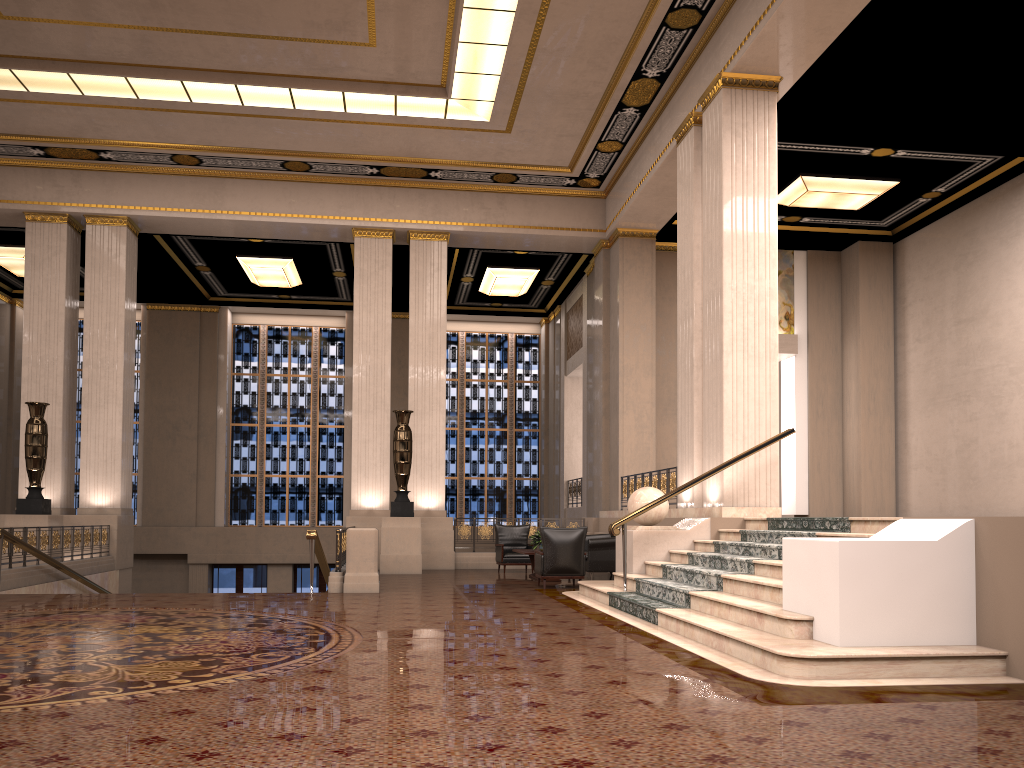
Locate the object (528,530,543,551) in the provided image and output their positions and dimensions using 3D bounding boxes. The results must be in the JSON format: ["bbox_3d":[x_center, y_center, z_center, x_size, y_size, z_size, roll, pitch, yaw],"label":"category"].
[{"bbox_3d":[0.501,2.431,13.841,0.503,0.374,0.529,-3,-7,25],"label":"object"}]

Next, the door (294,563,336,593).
[{"bbox_3d":[-4.927,5.994,22.875,1.491,2.711,0.156,1,-2,-8],"label":"door"}]

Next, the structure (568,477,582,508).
[{"bbox_3d":[1.521,2.543,20.605,0.031,0.662,2.176,1,-8,-7],"label":"structure"}]

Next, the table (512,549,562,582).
[{"bbox_3d":[0.511,2.839,13.841,0.839,0.432,1.489,1,-8,-7],"label":"table"}]

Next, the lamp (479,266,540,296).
[{"bbox_3d":[-0.101,-2.345,20.458,1.167,0.213,2.036,1,-9,-7],"label":"lamp"}]

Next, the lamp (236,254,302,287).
[{"bbox_3d":[-5.405,-2.483,19.760,1.167,0.213,2.036,1,-9,-7],"label":"lamp"}]

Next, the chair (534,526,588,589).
[{"bbox_3d":[0.659,2.373,12.101,0.648,0.839,0.723,1,-5,-7],"label":"chair"}]

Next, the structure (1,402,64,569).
[{"bbox_3d":[-7.776,1.699,14.376,0.700,2.775,0.704,1,-3,-7],"label":"structure"}]

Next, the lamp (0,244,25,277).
[{"bbox_3d":[-10.619,-2.618,19.073,1.167,0.213,2.036,1,-9,-7],"label":"lamp"}]

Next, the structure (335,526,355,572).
[{"bbox_3d":[-2.532,2.472,13.525,0.079,0.533,4.984,1,-9,-8],"label":"structure"}]

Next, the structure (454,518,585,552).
[{"bbox_3d":[0.153,2.880,16.796,2.535,0.652,0.032,1,-2,-8],"label":"structure"}]

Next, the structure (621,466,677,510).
[{"bbox_3d":[2.228,1.719,14.182,0.032,0.619,3.730,1,-8,-7],"label":"structure"}]

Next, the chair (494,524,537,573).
[{"bbox_3d":[0.059,2.888,15.488,0.648,0.839,0.723,1,-5,-12],"label":"chair"}]

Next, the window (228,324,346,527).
[{"bbox_3d":[-5.938,1.110,23.401,2.988,5.333,0.069,1,-2,-8],"label":"window"}]

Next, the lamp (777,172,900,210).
[{"bbox_3d":[5.399,-3.178,14.810,1.716,0.213,1.179,1,-9,-7],"label":"lamp"}]

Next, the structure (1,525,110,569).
[{"bbox_3d":[-6.728,2.363,12.972,0.079,0.532,4.985,1,-9,-7],"label":"structure"}]

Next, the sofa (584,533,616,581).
[{"bbox_3d":[1.422,2.730,13.970,0.875,0.701,1.941,1,-8,-7],"label":"sofa"}]

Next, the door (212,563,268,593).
[{"bbox_3d":[-6.997,5.941,22.603,1.491,2.711,0.156,1,-2,-8],"label":"door"}]

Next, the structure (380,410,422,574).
[{"bbox_3d":[-1.898,1.852,15.150,0.700,2.775,0.704,1,-3,-7],"label":"structure"}]

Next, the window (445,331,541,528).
[{"bbox_3d":[-0.704,1.246,24.090,2.988,5.333,0.069,1,-2,-8],"label":"window"}]

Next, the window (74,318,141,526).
[{"bbox_3d":[-10.997,0.979,22.735,2.988,5.333,0.069,1,-2,-8],"label":"window"}]
